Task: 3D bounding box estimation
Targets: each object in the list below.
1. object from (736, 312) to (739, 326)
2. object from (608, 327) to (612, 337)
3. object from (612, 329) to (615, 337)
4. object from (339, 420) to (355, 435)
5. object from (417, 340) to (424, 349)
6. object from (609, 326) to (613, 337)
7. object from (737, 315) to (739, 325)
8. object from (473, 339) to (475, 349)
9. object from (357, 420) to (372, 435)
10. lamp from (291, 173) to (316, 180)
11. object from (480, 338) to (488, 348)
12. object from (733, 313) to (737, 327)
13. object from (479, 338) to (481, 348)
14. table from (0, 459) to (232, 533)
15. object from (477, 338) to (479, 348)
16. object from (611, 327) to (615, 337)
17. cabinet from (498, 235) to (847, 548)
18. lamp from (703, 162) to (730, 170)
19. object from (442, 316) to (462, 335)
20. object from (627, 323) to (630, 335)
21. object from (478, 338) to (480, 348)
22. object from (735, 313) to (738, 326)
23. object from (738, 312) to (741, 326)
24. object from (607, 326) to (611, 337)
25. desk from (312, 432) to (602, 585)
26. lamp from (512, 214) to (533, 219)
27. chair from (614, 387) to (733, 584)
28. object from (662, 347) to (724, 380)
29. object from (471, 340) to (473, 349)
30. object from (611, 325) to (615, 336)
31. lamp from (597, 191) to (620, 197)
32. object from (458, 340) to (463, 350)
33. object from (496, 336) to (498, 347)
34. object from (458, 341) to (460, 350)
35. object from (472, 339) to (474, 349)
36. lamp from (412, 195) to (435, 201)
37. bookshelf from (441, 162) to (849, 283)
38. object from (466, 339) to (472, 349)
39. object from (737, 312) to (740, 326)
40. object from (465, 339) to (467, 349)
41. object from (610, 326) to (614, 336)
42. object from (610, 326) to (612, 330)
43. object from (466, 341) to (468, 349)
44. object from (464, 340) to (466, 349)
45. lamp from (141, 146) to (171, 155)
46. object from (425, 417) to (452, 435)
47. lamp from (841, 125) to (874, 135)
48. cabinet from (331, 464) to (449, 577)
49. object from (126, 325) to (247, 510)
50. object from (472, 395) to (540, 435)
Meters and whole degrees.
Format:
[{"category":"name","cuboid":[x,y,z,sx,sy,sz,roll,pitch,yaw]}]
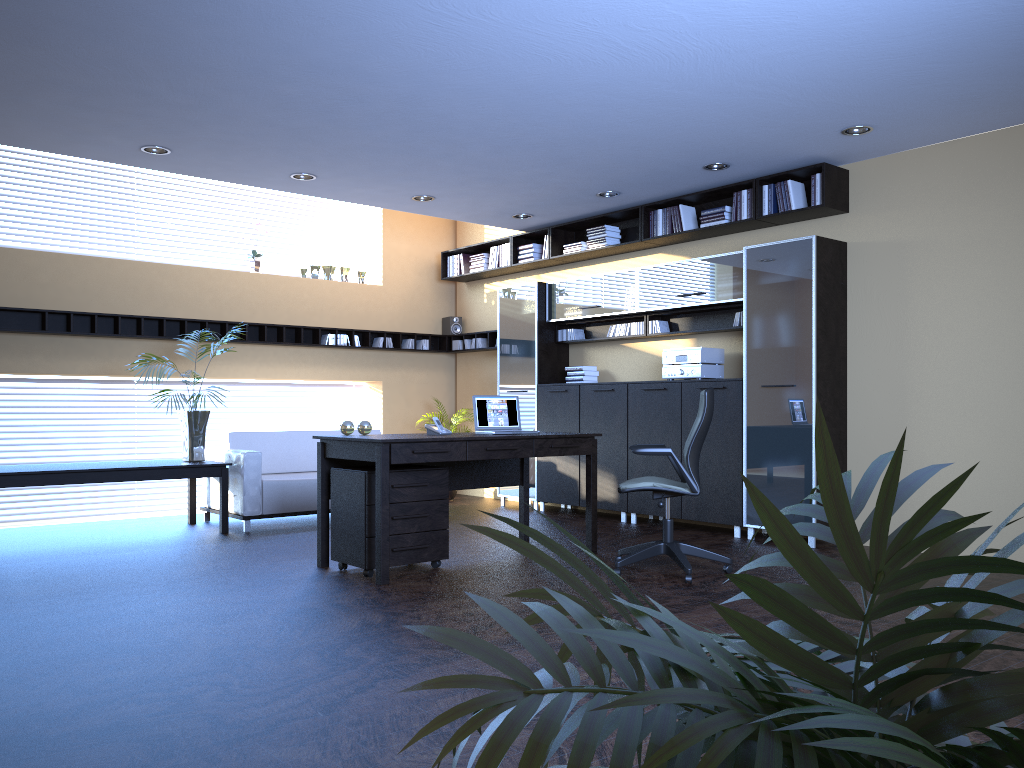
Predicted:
[{"category":"object","cuboid":[1.998,-0.556,7.693,0.142,0.120,0.030,1,-1,-40]},{"category":"object","cuboid":[1.033,-0.523,8.859,0.142,0.113,0.059,1,-1,-39]},{"category":"object","cuboid":[1.063,-0.524,8.831,0.142,0.113,0.059,1,-1,-40]},{"category":"object","cuboid":[-1.146,0.304,6.163,0.105,0.105,0.105,0,-1,-21]},{"category":"object","cuboid":[-1.128,-0.474,10.760,0.040,0.118,0.142,0,-1,-40]},{"category":"object","cuboid":[1.039,-0.523,8.851,0.142,0.113,0.059,1,-1,-40]},{"category":"object","cuboid":[2.005,-0.557,7.685,0.142,0.120,0.030,1,-1,-40]},{"category":"object","cuboid":[-0.398,-0.480,10.588,0.142,0.120,0.030,1,-1,-40]},{"category":"object","cuboid":[-1.030,0.305,6.193,0.105,0.105,0.105,0,-1,-21]},{"category":"lamp","cuboid":[-1.752,-1.784,7.444,0.209,0.096,0.208,0,-1,20]},{"category":"object","cuboid":[-0.313,-0.482,10.486,0.142,0.118,0.040,1,-1,-40]},{"category":"object","cuboid":[1.982,-0.555,7.712,0.142,0.118,0.040,1,-1,-40]},{"category":"object","cuboid":[-0.323,-0.482,10.498,0.142,0.120,0.030,1,-1,-40]},{"category":"table","cuboid":[-3.430,0.978,7.391,1.895,0.603,0.898,1,-2,-40]},{"category":"object","cuboid":[-0.356,-0.482,10.538,0.142,0.120,0.009,1,0,-40]},{"category":"object","cuboid":[1.057,-0.523,8.826,0.140,0.110,0.055,1,-1,-39]},{"category":"cabinet","cuboid":[1.248,0.105,8.406,0.490,2.399,3.877,0,-1,-40]},{"category":"lamp","cuboid":[1.645,-1.792,7.125,0.209,0.096,0.208,-1,-2,44]},{"category":"object","cuboid":[-0.743,-0.713,11.020,0.159,0.229,0.254,0,-1,-30]},{"category":"object","cuboid":[1.186,-0.531,8.668,0.140,0.116,0.036,1,-1,-40]},{"category":"object","cuboid":[-0.336,-0.482,10.514,0.142,0.120,0.030,1,-1,-40]},{"category":"object","cuboid":[1.992,-0.556,7.701,0.142,0.120,0.030,1,-1,-40]},{"category":"object","cuboid":[2.011,-0.557,7.676,0.142,0.120,0.030,1,-1,-40]},{"category":"object","cuboid":[1.016,-0.522,8.871,0.142,0.113,0.059,1,-1,-40]},{"category":"desk","cuboid":[-0.343,0.806,6.308,1.895,0.890,0.914,1,-1,-40]},{"category":"lamp","cuboid":[0.108,-1.743,8.983,0.208,0.096,0.209,0,-1,-22]},{"category":"chair","cuboid":[1.063,0.630,5.850,0.768,1.215,0.832,0,0,7]},{"category":"object","cuboid":[1.612,-0.174,7.915,0.363,0.282,0.430,1,-1,-40]},{"category":"object","cuboid":[-0.420,-0.478,10.616,0.142,0.118,0.040,1,-1,-40]},{"category":"object","cuboid":[1.053,-0.523,8.836,0.140,0.110,0.055,1,-1,-40]},{"category":"lamp","cuboid":[0.876,-1.768,8.054,0.209,0.096,0.208,-1,-2,44]},{"category":"object","cuboid":[-0.584,-0.473,10.814,0.142,0.118,0.040,1,-1,-40]},{"category":"object","cuboid":[-0.123,-0.488,10.256,0.142,0.118,0.040,1,-1,-40]},{"category":"object","cuboid":[-0.600,-0.474,10.833,0.142,0.120,0.009,1,0,-40]},{"category":"object","cuboid":[-0.411,-0.480,10.604,0.142,0.120,0.030,1,-1,-40]},{"category":"lamp","cuboid":[-0.822,-1.764,8.214,0.209,0.096,0.208,-1,-1,32]},{"category":"bookshelf","cuboid":[0.911,-1.484,8.915,0.361,0.340,5.125,1,-2,-40]},{"category":"object","cuboid":[-0.482,-0.476,10.690,0.142,0.118,0.040,1,-1,-40]},{"category":"object","cuboid":[2.004,-0.557,7.671,0.140,0.117,0.026,1,-1,-40]},{"category":"object","cuboid":[-0.498,-0.477,10.710,0.142,0.120,0.030,1,-1,-40]},{"category":"object","cuboid":[1.043,-0.523,8.841,0.140,0.110,0.055,1,-1,-39]},{"category":"object","cuboid":[1.031,-0.523,8.870,0.142,0.113,0.059,1,-1,-39]},{"category":"object","cuboid":[-0.492,-0.477,10.702,0.142,0.120,0.030,1,-1,-40]},{"category":"object","cuboid":[-0.511,-0.476,10.726,0.142,0.120,0.030,1,-1,-40]},{"category":"lamp","cuboid":[-2.681,-1.804,6.675,0.209,0.096,0.208,0,-1,20]},{"category":"object","cuboid":[-0.520,0.295,6.257,0.146,0.126,0.130,-1,-1,35]},{"category":"lamp","cuboid":[2.414,-1.817,6.196,0.208,0.096,0.209,0,-1,-22]},{"category":"cabinet","cuboid":[-0.808,0.900,5.941,0.634,0.680,0.500,1,-1,-40]},{"category":"object","cuboid":[-3.059,0.376,8.402,1.040,1.859,1.896,0,-1,-20]},{"category":"object","cuboid":[-0.045,0.222,6.487,0.390,0.283,0.323,1,-1,-30]}]
